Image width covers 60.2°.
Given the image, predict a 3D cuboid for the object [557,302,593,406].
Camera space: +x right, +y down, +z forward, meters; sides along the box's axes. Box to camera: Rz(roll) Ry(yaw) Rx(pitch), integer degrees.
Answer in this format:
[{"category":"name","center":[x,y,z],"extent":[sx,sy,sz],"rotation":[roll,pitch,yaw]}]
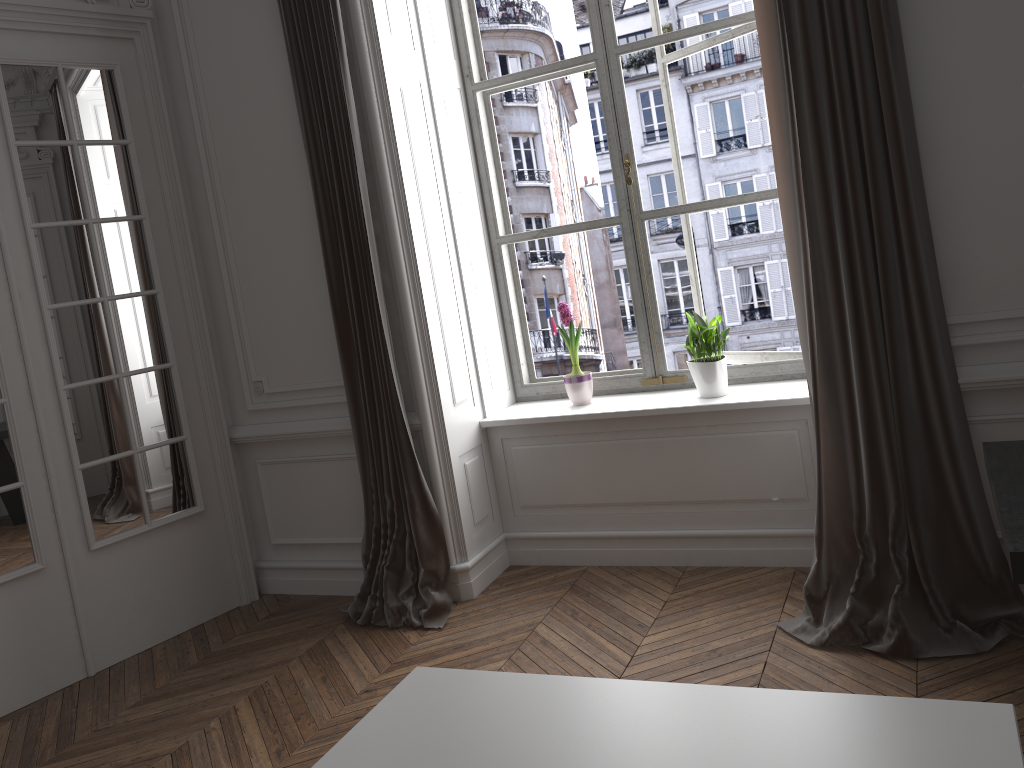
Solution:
[{"category":"object","center":[0.279,-0.142,3.995],"extent":[0.129,0.473,0.129],"rotation":[-10,4,-14]}]

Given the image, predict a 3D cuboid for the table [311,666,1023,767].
[{"category":"table","center":[-0.244,1.079,0.170],"extent":[0.897,0.744,2.652],"rotation":[-6,9,26]}]

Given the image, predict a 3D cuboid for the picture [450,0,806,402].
[{"category":"picture","center":[-1.023,-0.685,0.523],"extent":[13.160,4.777,13.379],"rotation":[-7,8,18]}]

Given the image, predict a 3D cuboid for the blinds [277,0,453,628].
[{"category":"blinds","center":[-0.719,-0.562,3.611],"extent":[0.578,3.086,0.313],"rotation":[-7,5,31]}]

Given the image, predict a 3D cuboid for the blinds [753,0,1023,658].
[{"category":"blinds","center":[0.998,-0.715,2.748],"extent":[0.775,3.085,0.345],"rotation":[-8,4,20]}]

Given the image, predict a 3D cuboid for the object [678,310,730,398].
[{"category":"object","center":[0.820,-0.134,3.700],"extent":[0.215,0.367,0.286],"rotation":[-9,6,4]}]

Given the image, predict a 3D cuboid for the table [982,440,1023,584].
[{"category":"table","center":[1.449,0.560,1.782],"extent":[0.764,0.745,0.776],"rotation":[-6,7,26]}]

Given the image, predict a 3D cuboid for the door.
[{"category":"door","center":[-1.945,-0.141,3.522],"extent":[0.085,2.721,1.580],"rotation":[-6,6,41]}]
